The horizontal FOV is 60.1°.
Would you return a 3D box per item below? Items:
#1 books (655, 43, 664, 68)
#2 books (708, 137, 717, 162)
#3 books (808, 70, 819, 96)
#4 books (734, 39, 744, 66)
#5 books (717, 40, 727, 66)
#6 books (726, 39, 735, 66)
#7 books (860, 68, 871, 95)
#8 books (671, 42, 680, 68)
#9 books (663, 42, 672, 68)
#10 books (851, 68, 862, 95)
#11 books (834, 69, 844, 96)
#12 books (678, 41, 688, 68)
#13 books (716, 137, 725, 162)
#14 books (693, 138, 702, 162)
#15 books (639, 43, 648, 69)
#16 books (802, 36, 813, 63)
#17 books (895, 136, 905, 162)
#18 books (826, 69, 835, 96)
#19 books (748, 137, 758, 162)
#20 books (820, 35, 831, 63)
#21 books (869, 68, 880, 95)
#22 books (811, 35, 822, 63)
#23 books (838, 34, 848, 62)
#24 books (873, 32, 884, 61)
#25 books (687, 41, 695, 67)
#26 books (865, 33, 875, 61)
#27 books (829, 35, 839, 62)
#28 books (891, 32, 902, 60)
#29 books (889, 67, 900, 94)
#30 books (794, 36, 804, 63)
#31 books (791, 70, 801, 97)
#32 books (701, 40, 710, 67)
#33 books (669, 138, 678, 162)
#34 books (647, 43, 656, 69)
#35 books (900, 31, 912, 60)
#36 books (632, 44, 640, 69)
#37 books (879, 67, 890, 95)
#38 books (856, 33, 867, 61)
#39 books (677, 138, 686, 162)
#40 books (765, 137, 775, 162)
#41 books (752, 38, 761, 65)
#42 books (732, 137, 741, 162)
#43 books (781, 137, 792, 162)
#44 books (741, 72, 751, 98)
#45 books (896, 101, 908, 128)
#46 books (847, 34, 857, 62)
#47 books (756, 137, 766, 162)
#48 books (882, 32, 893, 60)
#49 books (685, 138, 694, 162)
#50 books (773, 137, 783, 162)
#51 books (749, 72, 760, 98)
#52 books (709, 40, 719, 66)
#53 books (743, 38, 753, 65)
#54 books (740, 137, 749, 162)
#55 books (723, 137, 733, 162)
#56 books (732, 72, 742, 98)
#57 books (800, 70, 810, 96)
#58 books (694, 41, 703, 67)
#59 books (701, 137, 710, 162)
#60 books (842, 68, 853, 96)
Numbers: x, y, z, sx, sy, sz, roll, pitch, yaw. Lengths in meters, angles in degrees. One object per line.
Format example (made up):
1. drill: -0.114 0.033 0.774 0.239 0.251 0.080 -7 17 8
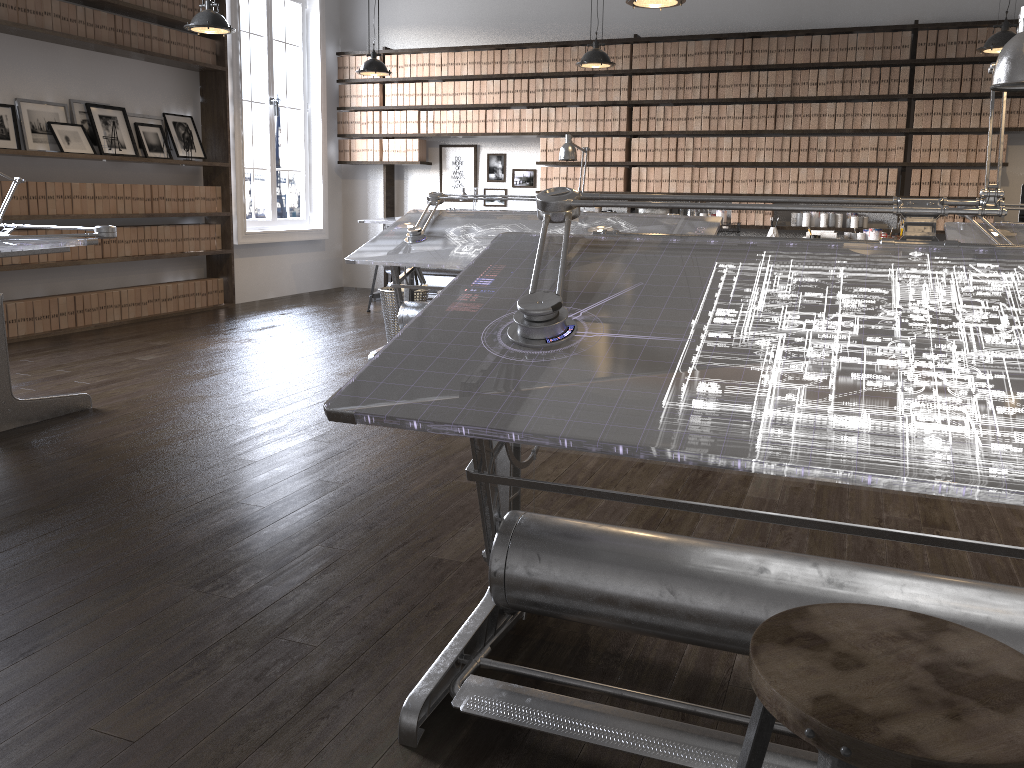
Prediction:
1. books: 1.346 -2.949 7.989 0.067 0.224 0.176 5 11 21
2. books: 1.811 -2.089 7.933 0.067 0.224 0.176 5 11 21
3. books: 2.576 -2.556 7.559 0.067 0.224 0.176 5 11 21
4. books: 1.992 -2.886 7.746 0.067 0.224 0.176 5 11 21
5. books: 1.859 -2.899 7.796 0.067 0.224 0.176 5 11 21
6. books: 1.924 -2.892 7.767 0.067 0.224 0.176 5 11 21
7. books: 2.959 -2.518 7.413 0.067 0.224 0.176 5 11 21
8. books: 1.476 -2.936 7.942 0.067 0.224 0.176 5 11 21
9. books: 1.412 -2.943 7.968 0.067 0.224 0.176 5 11 21
10. books: 2.895 -2.525 7.442 0.067 0.224 0.176 5 11 21
11. books: 2.764 -2.537 7.486 0.067 0.224 0.176 5 11 21
12. books: 1.540 -2.929 7.913 0.067 0.224 0.176 5 11 21
13. books: 1.875 -2.083 7.913 0.067 0.223 0.176 5 11 21
14. books: 1.684 -2.102 7.988 0.067 0.224 0.176 5 11 21
15. books: 1.209 -2.961 8.038 0.067 0.224 0.176 5 11 21
16. books: 2.515 -2.833 7.539 0.067 0.224 0.176 5 11 21
17. books: 3.233 -1.949 7.390 0.067 0.224 0.176 5 11 21
18. books: 2.703 -2.544 7.514 0.067 0.223 0.176 5 11 21
19. books: 2.132 -2.059 7.817 0.067 0.224 0.176 5 11 21
20. books: 2.652 -2.820 7.490 0.067 0.224 0.176 5 11 21
21. books: 3.027 -2.512 7.392 0.067 0.224 0.176 5 11 21
22. books: 2.583 -2.826 7.513 0.067 0.224 0.176 5 11 21
23. books: 2.782 -2.808 7.443 0.067 0.224 0.176 5 11 21
24. books: 3.034 -2.782 7.341 0.067 0.224 0.176 5 11 21
25. books: 1.608 -2.923 7.889 0.067 0.223 0.176 5 11 21
26. books: 2.974 -2.789 7.369 0.067 0.223 0.176 5 11 21
27. books: 2.718 -2.815 7.469 0.067 0.224 0.176 5 11 21
28. books: 3.165 -2.771 7.297 0.067 0.224 0.176 5 11 21
29. books: 3.166 -2.499 7.339 0.067 0.223 0.176 5 11 21
30. books: 2.458 -2.840 7.565 0.067 0.223 0.176 5 11 21
31. books: 2.447 -2.569 7.614 0.067 0.224 0.176 5 11 21
32. books: 1.728 -2.910 7.840 0.067 0.224 0.176 5 11 21
33. books: 1.480 -2.121 8.060 0.067 0.224 0.176 5 11 21
34. books: 1.277 -2.955 8.012 0.067 0.224 0.176 5 11 21
35. books: 3.230 -2.763 7.268 0.067 0.224 0.176 5 11 21
36. books: 1.152 -2.968 8.064 0.067 0.223 0.176 5 11 21
37. books: 3.095 -2.504 7.360 0.067 0.224 0.176 5 11 21
38. books: 2.915 -2.794 7.390 0.067 0.223 0.176 5 11 21
39. books: 1.552 -2.115 8.039 0.067 0.224 0.176 5 11 21
40. books: 2.262 -2.044 7.760 0.067 0.224 0.176 5 11 21
41. books: 2.131 -2.872 7.693 0.067 0.223 0.176 5 11 21
42. books: 2.000 -2.070 7.862 0.067 0.224 0.176 5 11 21
43. books: 2.390 -2.033 7.716 0.067 0.223 0.176 5 11 21
44. books: 2.054 -2.606 7.757 0.067 0.224 0.176 5 11 21
45. books: 3.238 -2.222 7.352 0.067 0.224 0.176 5 11 21
46. books: 2.846 -2.801 7.414 0.067 0.224 0.176 5 11 21
47. books: 2.196 -2.051 7.789 0.067 0.224 0.176 5 11 21
48. books: 3.099 -2.777 7.322 0.067 0.224 0.176 5 11 21
49. books: 1.617 -2.108 8.009 0.067 0.224 0.176 5 11 21
50. books: 2.330 -2.038 7.734 0.067 0.224 0.176 5 11 21
51. books: 2.123 -2.600 7.734 0.067 0.224 0.176 5 11 21
52. books: 1.793 -2.905 7.821 0.067 0.224 0.176 5 11 21
53. books: 2.059 -2.878 7.714 0.067 0.224 0.176 5 11 21
54. books: 2.067 -2.065 7.841 0.067 0.224 0.176 5 11 21
55. books: 1.933 -2.077 7.889 0.067 0.223 0.176 5 11 21
56. books: 1.987 -2.613 7.782 0.067 0.224 0.176 5 11 21
57. books: 2.512 -2.563 7.588 0.067 0.224 0.176 5 11 21
58. books: 1.668 -2.917 7.868 0.067 0.223 0.176 5 11 21
59. books: 1.750 -2.096 7.962 0.067 0.224 0.176 5 11 21
60. books: 2.829 -2.532 7.467 0.067 0.224 0.176 5 11 21
